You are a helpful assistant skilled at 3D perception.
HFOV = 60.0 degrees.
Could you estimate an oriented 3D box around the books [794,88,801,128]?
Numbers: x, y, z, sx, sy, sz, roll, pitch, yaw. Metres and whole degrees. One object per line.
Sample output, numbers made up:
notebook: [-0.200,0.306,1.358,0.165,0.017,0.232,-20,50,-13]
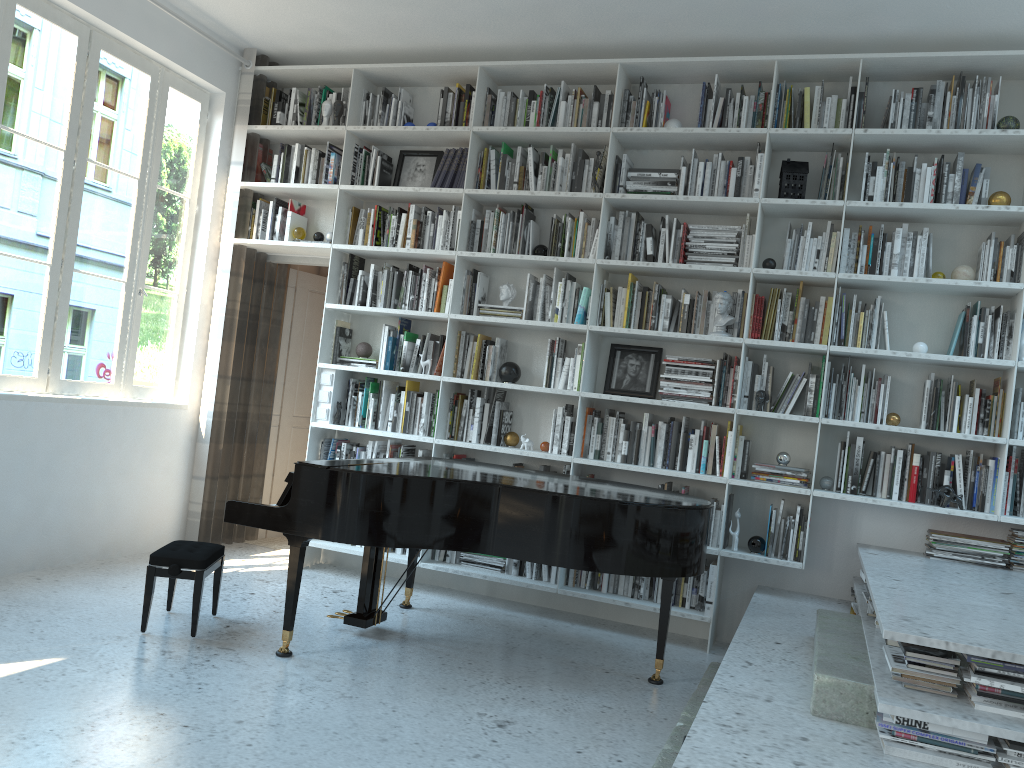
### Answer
books: [1.536,-1.436,4.774,0.008,0.262,0.142,7,-1,20]

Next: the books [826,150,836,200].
books: [1.682,-1.065,4.682,0.021,0.288,0.179,7,-1,20]

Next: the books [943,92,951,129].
books: [2.207,-1.347,4.520,0.018,0.231,0.160,7,-1,20]

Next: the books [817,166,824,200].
books: [1.642,-1.032,4.721,0.019,0.214,0.156,7,-1,20]

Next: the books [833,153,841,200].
books: [1.724,-1.061,4.706,0.013,0.289,0.131,7,-1,20]

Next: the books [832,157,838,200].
books: [1.704,-1.046,4.683,0.005,0.255,0.158,7,-1,20]

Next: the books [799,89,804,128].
books: [1.563,-1.434,4.783,0.007,0.264,0.133,7,-1,20]

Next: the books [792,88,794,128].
books: [1.513,-1.438,4.773,0.034,0.261,0.157,7,-1,20]

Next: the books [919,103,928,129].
books: [2.115,-1.336,4.583,0.031,0.190,0.132,7,-1,20]

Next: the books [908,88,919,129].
books: [2.064,-1.375,4.583,0.030,0.255,0.161,7,-1,20]

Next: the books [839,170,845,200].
books: [1.745,-1.014,4.700,0.015,0.201,0.130,7,-1,20]

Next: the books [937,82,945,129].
books: [2.191,-1.380,4.553,0.017,0.295,0.139,7,-1,20]

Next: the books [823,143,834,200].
books: [1.677,-1.091,4.707,0.025,0.339,0.143,7,-1,20]

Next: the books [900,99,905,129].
books: [2.020,-1.354,4.613,0.009,0.206,0.146,7,-1,20]

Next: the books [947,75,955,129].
books: [2.225,-1.386,4.521,0.006,0.312,0.179,7,-1,20]

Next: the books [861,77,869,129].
books: [1.844,-1.424,4.643,0.019,0.304,0.176,7,-1,20]

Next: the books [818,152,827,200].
books: [1.641,-1.062,4.688,0.021,0.272,0.190,7,-1,20]

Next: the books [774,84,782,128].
books: [1.439,-1.455,4.798,0.008,0.278,0.170,7,-1,20]

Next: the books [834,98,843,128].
books: [1.729,-1.385,4.706,0.025,0.203,0.162,7,-1,20]

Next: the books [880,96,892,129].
books: [1.934,-1.364,4.612,0.046,0.206,0.183,7,-1,20]

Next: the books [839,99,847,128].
books: [1.748,-1.379,4.691,0.022,0.194,0.182,7,-1,20]

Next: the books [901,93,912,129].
books: [2.035,-1.363,4.593,0.028,0.226,0.163,7,-1,20]

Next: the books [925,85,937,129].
books: [2.133,-1.369,4.535,0.028,0.258,0.185,7,-1,20]

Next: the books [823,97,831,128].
books: [1.672,-1.391,4.709,0.024,0.201,0.180,7,-1,20]

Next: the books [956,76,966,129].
books: [2.258,-1.376,4.489,0.015,0.299,0.183,7,-1,20]

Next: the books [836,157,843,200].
books: [1.720,-1.042,4.662,0.013,0.248,0.186,7,-1,20]

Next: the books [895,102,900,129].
books: [1.994,-1.346,4.606,0.009,0.183,0.160,7,-1,20]

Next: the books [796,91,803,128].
books: [1.539,-1.422,4.753,0.015,0.233,0.171,7,-1,20]

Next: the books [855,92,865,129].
books: [1.823,-1.388,4.658,0.033,0.229,0.175,7,-1,20]

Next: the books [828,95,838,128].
books: [1.697,-1.394,4.696,0.031,0.213,0.169,7,-1,20]

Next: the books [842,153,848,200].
books: [1.756,-1.059,4.686,0.005,0.292,0.130,7,-1,20]

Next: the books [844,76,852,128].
books: [1.778,-1.443,4.702,0.012,0.329,0.128,7,-1,20]

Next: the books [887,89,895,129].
books: [1.965,-1.380,4.609,0.009,0.244,0.173,7,-1,20]

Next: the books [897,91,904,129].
books: [2.002,-1.369,4.591,0.013,0.229,0.174,7,-1,20]

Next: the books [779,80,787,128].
books: [1.464,-1.462,4.794,0.007,0.298,0.181,7,-1,20]

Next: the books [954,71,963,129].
books: [2.255,-1.391,4.509,0.007,0.329,0.183,7,-1,20]

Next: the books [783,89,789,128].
books: [1.475,-1.432,4.768,0.007,0.239,0.191,7,-1,20]

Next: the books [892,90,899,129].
books: [1.991,-1.382,4.619,0.012,0.255,0.133,7,-1,20]

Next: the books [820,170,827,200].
books: [1.656,-1.023,4.723,0.022,0.199,0.143,7,-1,20]

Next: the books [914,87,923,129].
books: [2.089,-1.372,4.576,0.021,0.256,0.169,7,-1,20]

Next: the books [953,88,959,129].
books: [2.244,-1.353,4.512,0.008,0.251,0.170,7,-1,20]

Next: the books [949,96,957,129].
books: [2.224,-1.330,4.502,0.018,0.201,0.188,7,-1,20]

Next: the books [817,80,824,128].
books: [1.641,-1.443,4.725,0.010,0.297,0.167,7,-1,20]

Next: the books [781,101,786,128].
books: [1.471,-1.408,4.796,0.015,0.192,0.160,7,-1,20]

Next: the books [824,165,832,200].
books: [1.675,-1.030,4.705,0.024,0.217,0.169,7,-1,20]

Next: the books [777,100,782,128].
books: [1.454,-1.416,4.814,0.016,0.204,0.143,7,-1,20]

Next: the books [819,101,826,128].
books: [1.648,-1.383,4.716,0.022,0.180,0.173,7,-1,20]

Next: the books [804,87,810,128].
books: [1.580,-1.428,4.742,0.054,0.254,0.191,7,-1,20]

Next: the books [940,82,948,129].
books: [2.204,-1.374,4.542,0.007,0.285,0.159,7,-1,20]

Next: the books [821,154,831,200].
books: [1.661,-1.059,4.695,0.022,0.272,0.181,7,-1,20]

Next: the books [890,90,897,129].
books: [1.977,-1.379,4.614,0.011,0.244,0.172,7,-1,20]

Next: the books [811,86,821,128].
books: [1.627,-1.432,4.748,0.030,0.274,0.151,7,-1,20]

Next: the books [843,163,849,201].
books: [1.747,-1.021,4.651,0.008,0.213,0.224,7,-1,20]

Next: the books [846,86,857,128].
books: [1.782,-1.405,4.664,0.029,0.253,0.186,7,-1,20]

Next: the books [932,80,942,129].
books: [2.167,-1.382,4.549,0.024,0.292,0.167,7,-1,20]

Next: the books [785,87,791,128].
books: [1.488,-1.441,4.780,0.006,0.259,0.166,7,-1,20]

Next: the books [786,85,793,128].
books: [1.499,-1.449,4.789,0.007,0.279,0.150,7,-1,20]

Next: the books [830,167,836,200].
books: [1.696,-1.025,4.695,0.013,0.210,0.140,7,-1,20]
